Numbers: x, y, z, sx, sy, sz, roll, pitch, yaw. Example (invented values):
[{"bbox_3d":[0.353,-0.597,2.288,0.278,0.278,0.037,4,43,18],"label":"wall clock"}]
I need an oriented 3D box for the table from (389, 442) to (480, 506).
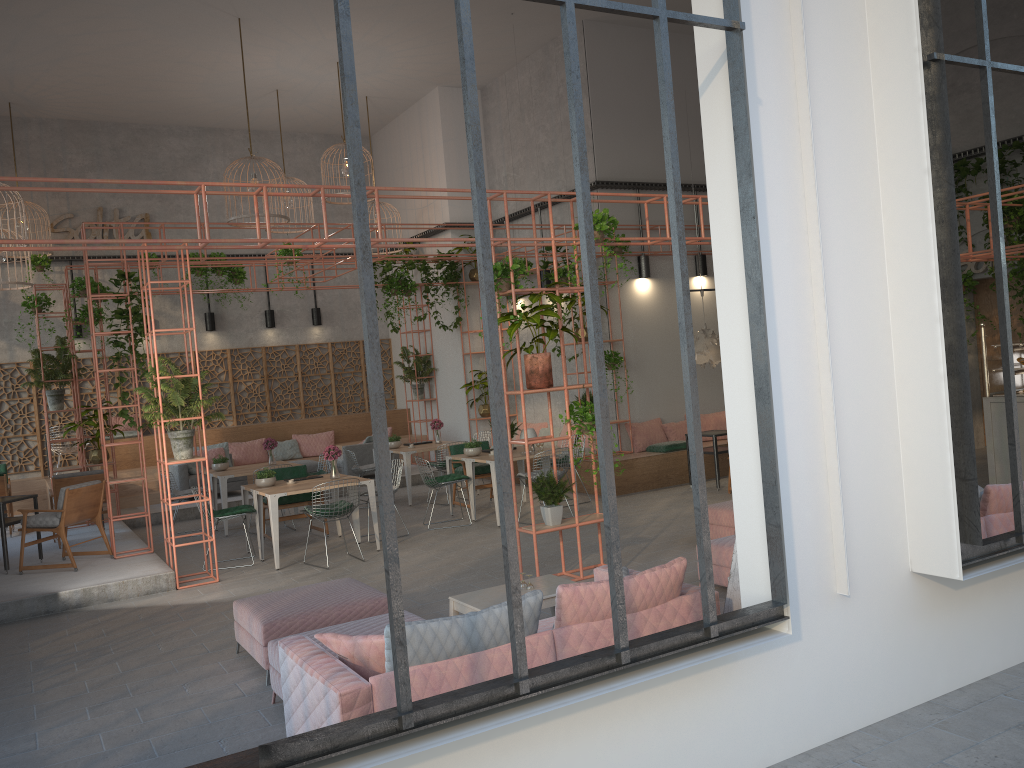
[{"bbox_3d":[-1.238,1.407,14.088,1.214,0.830,0.694,-6,1,-30],"label":"table"}]

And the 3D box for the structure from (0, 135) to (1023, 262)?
[{"bbox_3d":[-0.358,-2.907,12.105,15.203,0.110,15.603,-6,1,-30],"label":"structure"}]

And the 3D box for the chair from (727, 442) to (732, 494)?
[{"bbox_3d":[3.408,1.006,12.055,0.722,0.929,0.685,-6,1,-30],"label":"chair"}]

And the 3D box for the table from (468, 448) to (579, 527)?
[{"bbox_3d":[0.153,1.331,11.633,1.214,0.830,0.694,-6,1,-30],"label":"table"}]

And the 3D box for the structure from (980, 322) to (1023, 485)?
[{"bbox_3d":[7.355,0.159,9.200,4.057,2.022,2.579,-6,1,-30],"label":"structure"}]

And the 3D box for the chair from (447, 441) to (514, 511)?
[{"bbox_3d":[-0.467,1.321,12.918,0.722,0.917,0.685,-6,1,-30],"label":"chair"}]

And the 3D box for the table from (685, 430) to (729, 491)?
[{"bbox_3d":[2.963,1.098,12.871,0.602,0.798,0.635,-6,1,-30],"label":"table"}]

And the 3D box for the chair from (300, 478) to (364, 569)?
[{"bbox_3d":[-1.989,1.506,9.816,0.565,0.941,0.717,-6,1,-33],"label":"chair"}]

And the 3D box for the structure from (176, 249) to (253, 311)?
[{"bbox_3d":[-5.682,-2.010,16.899,1.434,1.290,0.670,-6,1,-30],"label":"structure"}]

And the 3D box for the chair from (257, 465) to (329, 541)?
[{"bbox_3d":[-2.870,1.556,11.530,0.722,0.917,0.685,-6,1,-30],"label":"chair"}]

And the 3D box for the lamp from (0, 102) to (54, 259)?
[{"bbox_3d":[-8.616,-3.979,15.385,0.883,3.476,0.883,-5,1,23],"label":"lamp"}]

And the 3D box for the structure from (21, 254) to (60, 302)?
[{"bbox_3d":[-8.261,-1.919,15.490,0.605,0.972,0.587,-6,1,-31],"label":"structure"}]

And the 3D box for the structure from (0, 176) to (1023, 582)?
[{"bbox_3d":[2.727,-0.220,7.722,14.689,4.247,4.157,-6,1,-30],"label":"structure"}]

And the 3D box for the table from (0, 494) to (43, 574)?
[{"bbox_3d":[-5.831,1.711,10.077,0.635,0.798,0.602,-5,1,10],"label":"table"}]

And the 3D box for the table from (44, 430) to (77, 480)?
[{"bbox_3d":[-7.875,1.237,15.657,0.602,0.798,0.635,-6,1,-30],"label":"table"}]

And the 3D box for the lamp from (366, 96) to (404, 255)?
[{"bbox_3d":[-2.637,-4.238,16.736,0.883,3.476,0.883,-5,1,23],"label":"lamp"}]

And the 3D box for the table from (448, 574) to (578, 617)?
[{"bbox_3d":[0.067,1.648,6.086,0.916,0.455,0.520,-6,1,-30],"label":"table"}]

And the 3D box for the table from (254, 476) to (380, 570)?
[{"bbox_3d":[-2.248,1.578,10.245,1.214,0.830,0.694,-6,1,-30],"label":"table"}]

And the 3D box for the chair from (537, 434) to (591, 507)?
[{"bbox_3d":[0.719,1.221,12.533,0.717,0.941,0.565,-6,1,-28],"label":"chair"}]

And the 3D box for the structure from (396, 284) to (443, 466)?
[{"bbox_3d":[-1.863,-0.187,17.805,0.424,3.596,0.624,-6,1,-30],"label":"structure"}]

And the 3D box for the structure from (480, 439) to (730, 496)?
[{"bbox_3d":[2.840,1.195,16.127,5.831,0.500,4.386,-6,1,-30],"label":"structure"}]

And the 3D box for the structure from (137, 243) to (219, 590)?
[{"bbox_3d":[-3.568,0.317,9.464,0.424,3.602,0.624,-6,1,-30],"label":"structure"}]

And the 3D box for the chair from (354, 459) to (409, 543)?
[{"bbox_3d":[-1.683,1.455,11.145,0.717,0.941,0.565,-6,1,-28],"label":"chair"}]

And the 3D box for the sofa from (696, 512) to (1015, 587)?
[{"bbox_3d":[2.817,1.281,6.960,2.219,0.672,1.960,-6,1,-29],"label":"sofa"}]

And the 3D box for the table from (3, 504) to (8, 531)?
[{"bbox_3d":[-8.008,1.839,13.461,0.602,0.798,0.635,-6,1,-30],"label":"table"}]

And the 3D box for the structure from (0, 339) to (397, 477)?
[{"bbox_3d":[-6.200,0.399,17.512,9.782,2.103,0.132,-6,1,-30],"label":"structure"}]

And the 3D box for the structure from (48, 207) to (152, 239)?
[{"bbox_3d":[-7.768,-2.989,16.717,1.807,0.695,0.087,-6,1,-30],"label":"structure"}]

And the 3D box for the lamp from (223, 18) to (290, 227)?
[{"bbox_3d":[-3.806,-4.064,12.753,0.883,3.476,0.883,-5,1,23],"label":"lamp"}]

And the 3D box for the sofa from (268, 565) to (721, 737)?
[{"bbox_3d":[-0.243,1.579,5.217,2.219,0.672,1.960,-6,1,-29],"label":"sofa"}]

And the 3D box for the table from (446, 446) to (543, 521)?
[{"bbox_3d":[-0.194,1.350,12.237,1.205,0.830,0.694,-6,1,-30],"label":"table"}]

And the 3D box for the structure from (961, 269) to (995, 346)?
[{"bbox_3d":[7.194,-1.377,14.427,0.950,1.527,0.921,-5,1,4],"label":"structure"}]

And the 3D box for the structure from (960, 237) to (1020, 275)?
[{"bbox_3d":[7.445,-2.001,13.771,0.063,0.505,1.312,-6,1,-30],"label":"structure"}]

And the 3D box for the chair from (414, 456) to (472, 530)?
[{"bbox_3d":[-0.885,1.377,11.611,0.717,0.941,0.565,-5,1,-13],"label":"chair"}]

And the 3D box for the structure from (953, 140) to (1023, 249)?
[{"bbox_3d":[7.283,-2.826,13.698,0.856,1.514,1.939,-6,1,-35],"label":"structure"}]

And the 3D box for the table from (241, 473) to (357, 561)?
[{"bbox_3d":[-2.594,1.597,10.849,1.205,0.830,0.694,-6,1,-30],"label":"table"}]

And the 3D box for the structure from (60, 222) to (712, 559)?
[{"bbox_3d":[0.338,-0.706,15.063,14.096,4.345,4.501,-6,1,-31],"label":"structure"}]

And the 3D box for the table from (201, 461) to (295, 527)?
[{"bbox_3d":[-3.953,1.658,13.344,1.205,0.830,0.694,-6,1,-30],"label":"table"}]

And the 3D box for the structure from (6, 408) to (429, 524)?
[{"bbox_3d":[-5.545,1.424,15.931,9.152,1.111,3.396,-6,1,-30],"label":"structure"}]

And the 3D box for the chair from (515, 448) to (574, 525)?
[{"bbox_3d":[0.413,1.272,11.204,0.565,0.941,0.717,-6,1,-33],"label":"chair"}]

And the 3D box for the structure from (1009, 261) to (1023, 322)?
[{"bbox_3d":[7.883,-1.396,13.300,0.921,1.527,0.950,-6,1,-31],"label":"structure"}]

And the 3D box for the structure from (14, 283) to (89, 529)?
[{"bbox_3d":[-6.819,0.334,13.074,0.722,3.623,0.748,-6,1,-30],"label":"structure"}]

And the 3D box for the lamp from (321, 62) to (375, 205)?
[{"bbox_3d":[-2.858,-4.822,14.820,0.883,3.476,0.883,-5,1,23],"label":"lamp"}]

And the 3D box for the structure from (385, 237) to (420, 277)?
[{"bbox_3d":[-2.155,-2.512,17.632,0.903,0.803,0.934,-4,1,32],"label":"structure"}]

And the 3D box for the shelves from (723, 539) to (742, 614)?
[{"bbox_3d":[1.755,0.934,5.357,0.842,1.618,0.856,-6,1,-30],"label":"shelves"}]

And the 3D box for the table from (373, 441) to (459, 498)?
[{"bbox_3d":[-1.585,1.427,14.692,1.205,0.830,0.694,-6,1,-30],"label":"table"}]

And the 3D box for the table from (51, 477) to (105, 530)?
[{"bbox_3d":[-6.167,1.694,12.596,0.602,0.798,0.635,-6,1,-30],"label":"table"}]

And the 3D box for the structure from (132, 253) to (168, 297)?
[{"bbox_3d":[-6.712,-2.070,16.372,0.605,0.972,0.587,-6,1,-31],"label":"structure"}]

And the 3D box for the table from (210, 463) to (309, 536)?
[{"bbox_3d":[-3.607,1.638,12.741,1.214,0.830,0.694,-6,1,-30],"label":"table"}]
